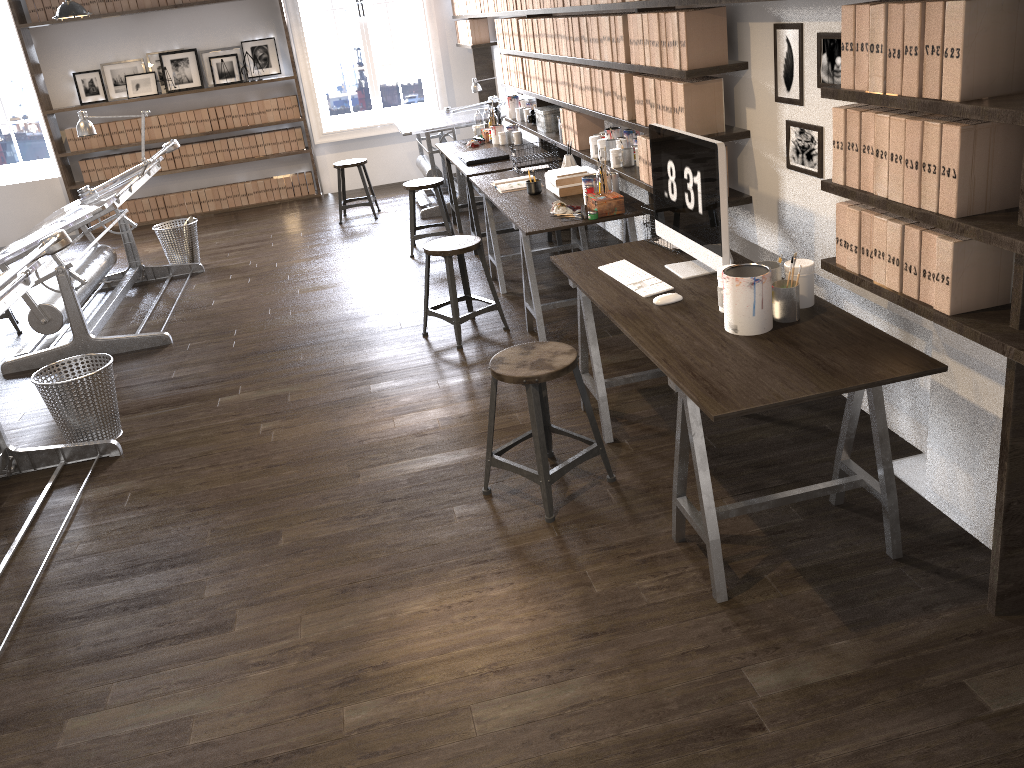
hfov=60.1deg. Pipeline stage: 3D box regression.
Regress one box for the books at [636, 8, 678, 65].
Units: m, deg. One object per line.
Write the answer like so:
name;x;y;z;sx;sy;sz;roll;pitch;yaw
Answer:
books;0.660;-1.556;3.979;0.175;0.222;0.068;-11;22;-9

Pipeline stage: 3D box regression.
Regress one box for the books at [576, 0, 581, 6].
books;0.430;-2.156;4.761;0.175;0.222;0.068;-11;22;-9

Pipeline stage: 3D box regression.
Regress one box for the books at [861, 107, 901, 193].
books;1.062;-0.650;2.449;0.174;0.222;0.068;-11;22;-9

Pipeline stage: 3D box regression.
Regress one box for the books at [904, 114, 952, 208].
books;1.098;-0.571;2.255;0.175;0.222;0.068;-11;22;-9

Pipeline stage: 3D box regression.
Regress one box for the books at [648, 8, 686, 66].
books;0.691;-1.506;3.855;0.175;0.221;0.068;-11;22;-9

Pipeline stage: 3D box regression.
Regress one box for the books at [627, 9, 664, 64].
books;0.637;-1.609;4.110;0.174;0.222;0.068;-11;22;-9

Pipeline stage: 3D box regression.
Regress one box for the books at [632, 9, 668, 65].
books;0.649;-1.583;4.045;0.175;0.222;0.068;-11;22;-9

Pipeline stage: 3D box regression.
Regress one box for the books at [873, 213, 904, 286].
books;1.108;-0.371;2.479;0.175;0.221;0.068;-11;22;-9

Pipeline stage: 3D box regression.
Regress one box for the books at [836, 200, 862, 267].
books;1.070;-0.445;2.661;0.175;0.222;0.068;-11;22;-9

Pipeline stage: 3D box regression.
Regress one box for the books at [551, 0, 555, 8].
books;0.314;-2.364;5.277;0.175;0.222;0.068;-11;22;-9

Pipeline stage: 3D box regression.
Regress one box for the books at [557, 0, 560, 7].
books;0.348;-2.317;5.159;0.175;0.221;0.068;-11;22;-9

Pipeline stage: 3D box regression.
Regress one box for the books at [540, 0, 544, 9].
books;0.261;-2.471;5.540;0.175;0.222;0.068;-11;22;-9

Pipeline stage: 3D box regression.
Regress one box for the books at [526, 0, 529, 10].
books;0.178;-2.624;5.919;0.174;0.222;0.068;-11;22;-9

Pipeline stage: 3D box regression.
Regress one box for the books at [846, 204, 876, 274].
books;1.078;-0.418;2.598;0.175;0.222;0.068;-11;22;-9

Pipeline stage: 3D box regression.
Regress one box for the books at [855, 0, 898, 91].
books;1.020;-0.912;2.381;0.174;0.222;0.068;-11;22;-9

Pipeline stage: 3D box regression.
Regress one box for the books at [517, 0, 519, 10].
books;0.119;-2.733;6.188;0.175;0.221;0.068;-11;22;-9

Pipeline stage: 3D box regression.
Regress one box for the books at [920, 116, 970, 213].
books;1.115;-0.549;2.197;0.175;0.221;0.068;-11;22;-9

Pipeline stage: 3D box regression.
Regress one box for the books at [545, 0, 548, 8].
books;0.288;-2.419;5.411;0.174;0.222;0.068;-11;22;-9

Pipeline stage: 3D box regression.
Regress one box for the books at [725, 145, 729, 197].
books;0.824;-0.890;3.766;0.174;0.222;0.068;-11;22;-9

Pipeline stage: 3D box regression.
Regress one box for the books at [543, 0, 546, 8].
books;0.278;-2.445;5.476;0.174;0.222;0.068;-11;22;-9

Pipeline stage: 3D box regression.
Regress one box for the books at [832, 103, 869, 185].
books;1.027;-0.702;2.577;0.175;0.222;0.068;-11;22;-9

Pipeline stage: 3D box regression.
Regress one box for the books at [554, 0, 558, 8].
books;0.332;-2.341;5.219;0.175;0.221;0.068;-11;22;-9

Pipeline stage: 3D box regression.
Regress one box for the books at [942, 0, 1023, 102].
books;1.094;-0.775;2.042;0.175;0.221;0.068;-11;22;-9

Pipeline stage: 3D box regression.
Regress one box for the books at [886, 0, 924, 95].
books;1.050;-0.859;2.250;0.175;0.222;0.068;-11;22;-9

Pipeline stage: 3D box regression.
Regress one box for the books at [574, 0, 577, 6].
books;0.421;-2.183;4.824;0.175;0.222;0.068;-11;22;-9

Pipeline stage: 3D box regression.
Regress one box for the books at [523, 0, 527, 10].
books;0.159;-2.650;5.984;0.174;0.222;0.068;-11;22;-9

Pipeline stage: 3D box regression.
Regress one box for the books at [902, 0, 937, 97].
books;1.060;-0.830;2.180;0.175;0.222;0.068;-11;22;-9

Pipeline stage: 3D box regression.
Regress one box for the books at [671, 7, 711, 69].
books;0.745;-1.403;3.600;0.174;0.222;0.068;-11;22;-9

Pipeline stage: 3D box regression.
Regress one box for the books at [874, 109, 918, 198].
books;1.072;-0.624;2.384;0.174;0.222;0.068;-11;22;-9

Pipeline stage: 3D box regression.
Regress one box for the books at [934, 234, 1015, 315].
books;1.160;-0.269;2.228;0.175;0.222;0.068;-11;22;-9

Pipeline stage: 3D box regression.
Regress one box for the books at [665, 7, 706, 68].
books;0.734;-1.430;3.666;0.174;0.222;0.068;-11;22;-9

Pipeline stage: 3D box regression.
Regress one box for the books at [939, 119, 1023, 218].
books;1.130;-0.523;2.133;0.175;0.222;0.068;-11;22;-9

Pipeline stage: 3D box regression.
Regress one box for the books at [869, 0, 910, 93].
books;1.031;-0.885;2.315;0.174;0.222;0.068;-11;22;-9

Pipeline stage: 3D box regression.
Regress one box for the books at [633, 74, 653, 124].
books;0.674;-1.353;4.191;0.175;0.221;0.068;-11;22;-9

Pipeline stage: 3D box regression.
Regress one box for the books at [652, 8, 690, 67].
books;0.700;-1.481;3.793;0.175;0.222;0.068;-11;22;-9

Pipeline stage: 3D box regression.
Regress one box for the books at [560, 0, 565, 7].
books;0.357;-2.289;5.089;0.175;0.222;0.068;-11;22;-9

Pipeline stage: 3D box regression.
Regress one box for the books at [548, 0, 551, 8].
books;0.300;-2.391;5.343;0.175;0.222;0.068;-11;22;-9

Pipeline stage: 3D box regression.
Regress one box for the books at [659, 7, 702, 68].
books;0.720;-1.457;3.731;0.175;0.222;0.068;-11;22;-9

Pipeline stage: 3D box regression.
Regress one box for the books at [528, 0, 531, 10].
books;0.192;-2.598;5.854;0.175;0.222;0.068;-11;22;-9

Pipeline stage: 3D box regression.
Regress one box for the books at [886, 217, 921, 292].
books;1.119;-0.346;2.417;0.175;0.222;0.068;-11;22;-9

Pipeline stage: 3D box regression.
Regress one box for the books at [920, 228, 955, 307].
books;1.154;-0.295;2.289;0.174;0.222;0.068;-11;22;-9

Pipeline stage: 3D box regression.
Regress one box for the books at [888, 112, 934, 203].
books;1.084;-0.596;2.316;0.175;0.222;0.068;-11;22;-9

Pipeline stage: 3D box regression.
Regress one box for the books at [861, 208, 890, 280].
books;1.096;-0.395;2.537;0.175;0.221;0.068;-11;22;-9

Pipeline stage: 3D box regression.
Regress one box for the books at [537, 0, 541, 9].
books;0.243;-2.496;5.604;0.175;0.222;0.068;-11;22;-9

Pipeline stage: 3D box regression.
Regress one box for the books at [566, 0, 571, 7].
books;0.388;-2.235;4.955;0.174;0.222;0.068;-11;22;-9

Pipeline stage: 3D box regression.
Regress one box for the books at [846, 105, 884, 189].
books;1.046;-0.676;2.513;0.175;0.222;0.068;-11;22;-9

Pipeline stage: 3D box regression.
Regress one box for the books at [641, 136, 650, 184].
books;0.717;-1.072;4.219;0.175;0.222;0.068;-11;22;-9

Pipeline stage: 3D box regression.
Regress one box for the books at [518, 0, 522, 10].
books;0.128;-2.704;6.119;0.175;0.222;0.068;-11;22;-9

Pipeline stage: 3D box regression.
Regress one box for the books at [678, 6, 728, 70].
books;0.764;-1.377;3.535;0.175;0.222;0.068;-11;22;-9

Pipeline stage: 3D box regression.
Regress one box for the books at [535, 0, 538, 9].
books;0.230;-2.524;5.671;0.175;0.221;0.068;-11;22;-9

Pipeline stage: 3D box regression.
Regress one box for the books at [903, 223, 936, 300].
books;1.138;-0.320;2.353;0.175;0.222;0.068;-11;22;-9

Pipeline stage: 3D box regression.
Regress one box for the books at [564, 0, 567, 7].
books;0.378;-2.262;5.021;0.175;0.222;0.068;-11;22;-9

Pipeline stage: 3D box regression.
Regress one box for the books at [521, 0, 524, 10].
books;0.149;-2.677;6.050;0.175;0.222;0.068;-11;22;-9

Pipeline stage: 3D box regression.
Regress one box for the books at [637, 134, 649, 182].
books;0.705;-1.100;4.287;0.174;0.222;0.068;-11;22;-9

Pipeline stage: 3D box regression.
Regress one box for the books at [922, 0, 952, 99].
books;1.080;-0.804;2.112;0.175;0.221;0.068;-11;22;-9

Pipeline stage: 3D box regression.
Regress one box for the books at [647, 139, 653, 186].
books;0.732;-1.045;4.153;0.175;0.222;0.068;-11;22;-9

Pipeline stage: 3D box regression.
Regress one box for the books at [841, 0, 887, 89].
books;1.006;-0.938;2.446;0.175;0.222;0.068;-11;22;-9

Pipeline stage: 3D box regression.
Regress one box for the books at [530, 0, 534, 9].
books;0.201;-2.571;5.791;0.175;0.222;0.068;-11;22;-9

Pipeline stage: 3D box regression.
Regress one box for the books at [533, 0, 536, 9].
books;0.219;-2.548;5.730;0.175;0.221;0.068;-11;22;-9
